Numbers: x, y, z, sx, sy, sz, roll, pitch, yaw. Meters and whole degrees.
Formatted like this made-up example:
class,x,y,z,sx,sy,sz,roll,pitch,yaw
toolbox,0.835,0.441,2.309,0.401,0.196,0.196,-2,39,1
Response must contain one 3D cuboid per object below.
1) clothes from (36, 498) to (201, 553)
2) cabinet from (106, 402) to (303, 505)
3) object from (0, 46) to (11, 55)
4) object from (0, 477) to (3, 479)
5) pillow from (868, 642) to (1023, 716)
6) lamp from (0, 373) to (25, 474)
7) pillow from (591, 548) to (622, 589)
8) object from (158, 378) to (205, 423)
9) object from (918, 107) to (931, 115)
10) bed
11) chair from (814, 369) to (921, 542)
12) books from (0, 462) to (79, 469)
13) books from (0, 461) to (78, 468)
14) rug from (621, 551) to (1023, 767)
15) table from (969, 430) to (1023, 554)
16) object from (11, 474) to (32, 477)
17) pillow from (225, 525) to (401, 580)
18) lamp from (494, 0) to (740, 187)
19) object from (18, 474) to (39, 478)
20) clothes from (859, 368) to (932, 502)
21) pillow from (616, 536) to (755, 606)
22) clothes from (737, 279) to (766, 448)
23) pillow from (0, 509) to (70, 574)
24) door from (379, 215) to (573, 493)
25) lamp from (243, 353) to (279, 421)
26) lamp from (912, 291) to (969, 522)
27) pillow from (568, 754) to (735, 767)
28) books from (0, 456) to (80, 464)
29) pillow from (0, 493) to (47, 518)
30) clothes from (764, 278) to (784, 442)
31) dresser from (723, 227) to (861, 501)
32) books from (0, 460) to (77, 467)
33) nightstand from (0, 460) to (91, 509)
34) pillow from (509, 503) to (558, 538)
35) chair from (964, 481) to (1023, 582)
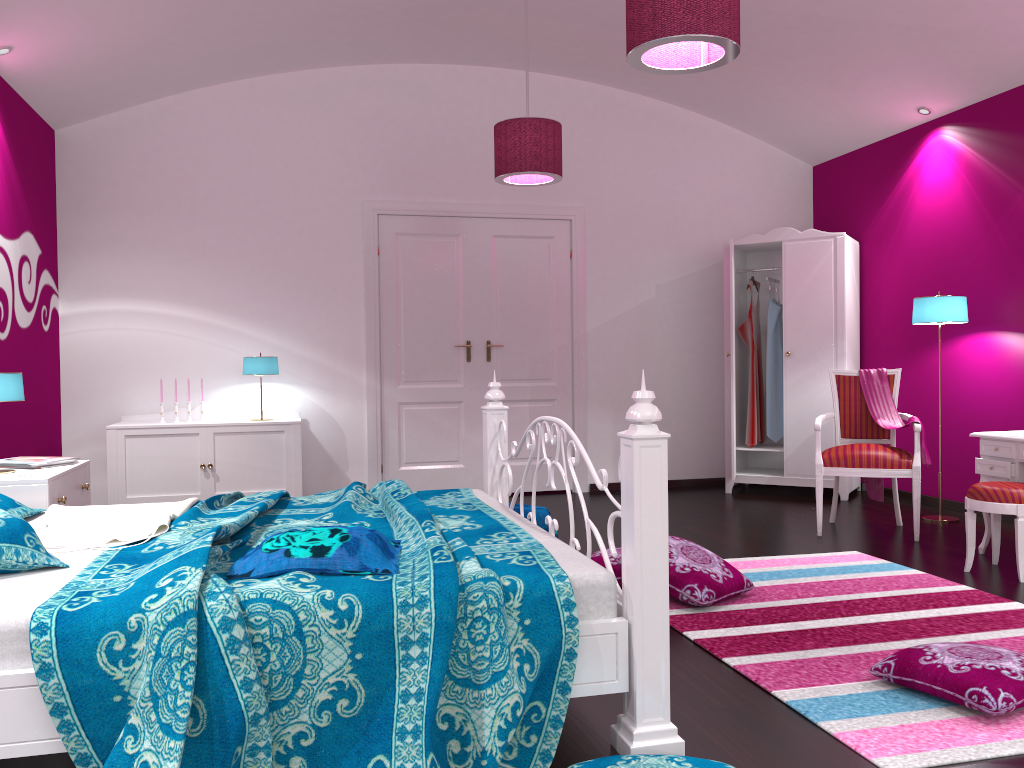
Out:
class,x,y,z,sx,sy,sz,roll,pitch,yaw
clothes,-1.310,0.587,2.937,0.553,0.376,1.036,-1,1,-19
cabinet,-1.937,0.489,5.690,1.142,0.734,0.506,-1,1,-14
object,-2.520,-1.654,4.377,0.085,0.058,0.080,-1,1,-14
object,-1.987,0.365,3.442,0.022,0.006,0.022,-1,1,1
pillow,1.299,0.807,2.489,0.401,0.107,0.419,-1,1,-29
lamp,-2.125,0.147,3.634,0.229,0.438,0.229,0,1,31
pillow,0.502,0.781,3.784,0.429,0.142,0.400,-1,1,11
object,-2.105,0.102,5.657,0.285,0.284,0.043,-1,1,-25
object,2.637,-1.752,5.663,0.085,0.058,0.080,-1,1,-14
bed,-0.919,0.329,2.606,2.317,1.143,2.167,-1,1,-14
chair,1.963,0.369,4.915,0.528,0.901,0.511,0,1,21
books,-2.116,0.357,3.917,0.300,0.007,0.220,0,1,16
books,-2.124,0.350,3.926,0.300,0.007,0.220,0,1,21
rug,1.280,0.855,3.208,1.400,0.018,2.100,-1,1,-14
table,2.578,0.534,3.992,0.526,0.592,0.856,-1,1,-14
object,-1.944,0.364,3.517,0.073,0.003,0.073,0,1,39
pillow,-0.495,0.436,2.324,0.425,0.127,0.404,-1,1,-4
lamp,0.327,-1.685,3.954,0.377,1.129,2.377,-1,1,-14
object,-1.900,0.362,3.486,0.073,0.006,0.073,0,1,39
clothes,2.123,0.299,4.923,0.162,0.777,0.601,-1,1,-10
pillow,0.697,0.739,3.552,0.391,0.224,0.425,0,1,44
clothes,1.766,-0.160,6.578,0.173,1.237,0.315,0,1,33
pillow,-1.420,0.392,2.254,0.404,0.176,0.418,0,1,44
door,-0.240,-0.200,6.413,1.405,2.001,0.098,-1,1,-14
lamp,-1.624,0.017,5.743,0.229,0.438,0.229,0,1,31
lamp,2.534,0.129,5.248,0.303,1.352,0.303,0,1,31
pillow,0.303,0.856,1.798,0.401,0.101,0.417,-1,1,2
books,-2.117,0.338,3.925,0.300,0.012,0.221,-1,1,10
pillow,-1.797,0.407,2.816,0.401,0.141,0.717,-1,1,-12
clothes,1.946,-0.174,6.499,0.180,1.199,0.191,-1,1,10
dresser,1.950,-0.153,6.304,0.842,1.893,0.875,0,1,31
books,-2.116,0.343,3.902,0.300,0.007,0.220,0,1,25
nightstand,-2.075,0.587,3.738,0.455,0.616,0.742,-1,1,-14
pillow,0.022,0.687,3.877,0.402,0.357,0.264,0,1,27
chair,2.194,0.639,3.918,0.337,0.390,0.337,-1,1,-17
